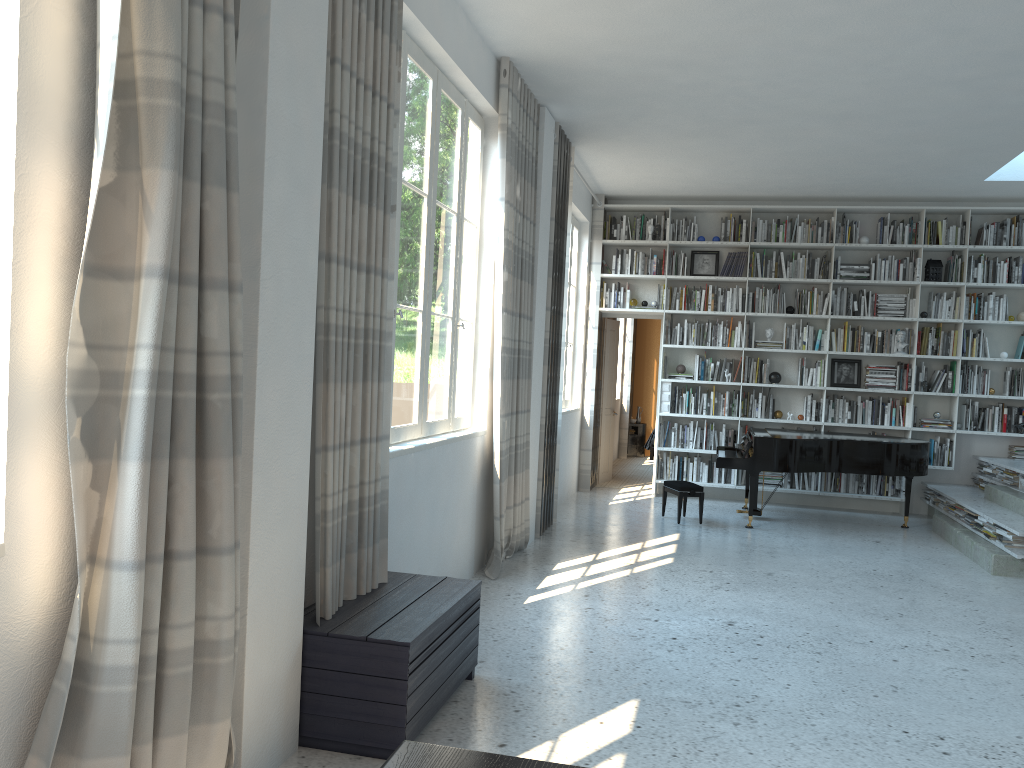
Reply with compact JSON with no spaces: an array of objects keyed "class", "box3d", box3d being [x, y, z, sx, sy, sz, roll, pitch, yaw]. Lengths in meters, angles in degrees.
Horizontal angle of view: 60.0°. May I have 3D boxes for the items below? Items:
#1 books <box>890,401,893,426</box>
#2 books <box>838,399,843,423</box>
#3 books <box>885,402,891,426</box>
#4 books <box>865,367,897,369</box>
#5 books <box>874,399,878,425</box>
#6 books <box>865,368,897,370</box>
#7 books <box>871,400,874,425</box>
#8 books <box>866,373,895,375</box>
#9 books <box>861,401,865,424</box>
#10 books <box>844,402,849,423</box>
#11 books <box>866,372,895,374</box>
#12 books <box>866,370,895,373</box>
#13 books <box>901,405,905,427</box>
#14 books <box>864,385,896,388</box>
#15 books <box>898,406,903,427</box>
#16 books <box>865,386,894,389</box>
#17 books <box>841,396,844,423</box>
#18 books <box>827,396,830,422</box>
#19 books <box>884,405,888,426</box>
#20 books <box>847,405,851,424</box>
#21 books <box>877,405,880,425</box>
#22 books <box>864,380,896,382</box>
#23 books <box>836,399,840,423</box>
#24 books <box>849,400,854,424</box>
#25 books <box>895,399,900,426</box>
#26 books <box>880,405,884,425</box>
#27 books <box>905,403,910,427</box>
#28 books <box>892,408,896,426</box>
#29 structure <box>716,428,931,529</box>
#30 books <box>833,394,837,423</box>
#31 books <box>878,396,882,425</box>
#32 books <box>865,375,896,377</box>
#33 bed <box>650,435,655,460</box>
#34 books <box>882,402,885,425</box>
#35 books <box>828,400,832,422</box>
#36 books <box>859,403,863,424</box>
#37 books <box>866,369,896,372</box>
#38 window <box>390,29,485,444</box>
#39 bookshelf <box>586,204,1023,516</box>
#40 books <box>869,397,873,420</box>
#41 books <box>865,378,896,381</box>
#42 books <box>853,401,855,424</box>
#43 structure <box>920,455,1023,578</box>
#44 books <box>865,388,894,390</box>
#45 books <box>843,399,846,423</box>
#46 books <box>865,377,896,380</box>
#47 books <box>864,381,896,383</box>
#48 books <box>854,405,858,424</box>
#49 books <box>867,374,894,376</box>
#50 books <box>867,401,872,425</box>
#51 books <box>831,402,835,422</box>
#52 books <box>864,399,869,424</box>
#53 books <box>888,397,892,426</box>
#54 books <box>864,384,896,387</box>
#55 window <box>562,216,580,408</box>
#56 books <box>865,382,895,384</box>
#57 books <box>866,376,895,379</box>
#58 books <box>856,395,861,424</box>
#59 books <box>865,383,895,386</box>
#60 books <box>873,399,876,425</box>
[{"class":"books","box3d":[3.916,0.301,9.180,0.014,0.256,0.145,3,2,13]},{"class":"books","box3d":[3.428,0.281,9.277,0.027,0.246,0.179,3,2,13]},{"class":"books","box3d":[3.880,0.311,9.169,0.023,0.234,0.174,3,2,13]},{"class":"books","box3d":[3.817,-0.165,9.179,0.285,0.012,0.159,3,1,8]},{"class":"books","box3d":[3.763,0.290,9.195,0.028,0.264,0.161,3,2,13]},{"class":"books","box3d":[3.818,-0.153,9.187,0.285,0.012,0.159,3,1,15]},{"class":"books","box3d":[3.738,0.294,9.219,0.011,0.252,0.158,3,2,13]},{"class":"books","box3d":[3.815,-0.105,9.186,0.254,0.012,0.161,3,1,10]},{"class":"books","box3d":[3.653,0.297,9.233,0.031,0.237,0.159,3,2,13]},{"class":"books","box3d":[3.483,0.298,9.257,0.023,0.217,0.174,3,2,13]},{"class":"books","box3d":[3.815,-0.117,9.183,0.254,0.012,0.161,3,1,9]},{"class":"books","box3d":[3.816,-0.129,9.185,0.254,0.012,0.161,3,1,10]},{"class":"books","box3d":[4.022,0.327,9.133,0.011,0.216,0.166,3,2,13]},{"class":"books","box3d":[3.807,0.027,9.186,0.285,0.012,0.159,3,1,8]},{"class":"books","box3d":[3.996,0.328,9.138,0.042,0.212,0.169,3,2,13]},{"class":"books","box3d":[3.808,0.039,9.193,0.254,0.012,0.161,3,1,15]},{"class":"books","box3d":[3.447,0.264,9.269,0.013,0.282,0.166,3,2,13]},{"class":"books","box3d":[3.312,0.260,9.308,0.011,0.275,0.145,3,2,13]},{"class":"books","box3d":[3.856,0.325,9.175,0.023,0.204,0.167,3,2,13]},{"class":"books","box3d":[3.506,0.316,9.248,0.029,0.184,0.174,3,2,13]},{"class":"books","box3d":[3.789,0.321,9.204,0.021,0.203,0.128,3,2,13]},{"class":"books","box3d":[3.812,-0.033,9.193,0.285,0.012,0.159,3,1,14]},{"class":"books","box3d":[3.407,0.278,9.300,0.024,0.248,0.132,3,2,13]},{"class":"books","box3d":[3.537,0.291,9.247,0.029,0.238,0.165,3,2,13]},{"class":"books","box3d":[3.966,0.296,9.156,0.026,0.272,0.175,3,2,13]},{"class":"books","box3d":[3.820,0.321,9.184,0.024,0.207,0.183,3,2,13]},{"class":"books","box3d":[4.053,0.314,9.120,0.033,0.246,0.176,3,2,13]},{"class":"books","box3d":[3.927,0.339,9.153,0.023,0.183,0.169,3,2,13]},{"class":"structure","box3d":[2.881,0.893,8.279,1.918,0.833,1.334,3,1,13]},{"class":"books","box3d":[3.384,0.256,9.310,0.027,0.291,0.140,3,2,13]},{"class":"books","box3d":[3.805,0.276,9.189,0.012,0.297,0.177,3,2,13]},{"class":"books","box3d":[3.813,-0.080,9.182,0.285,0.012,0.159,3,1,18]},{"class":"bed","box3d":[2.967,0.629,12.844,1.770,1.180,2.173,3,1,13]},{"class":"books","box3d":[3.842,0.308,9.190,0.014,0.235,0.154,3,2,13]},{"class":"books","box3d":[3.327,0.281,9.295,0.027,0.234,0.167,3,2,13]},{"class":"books","box3d":[3.628,0.304,9.246,0.025,0.220,0.140,3,2,13]},{"class":"books","box3d":[3.816,-0.141,9.183,0.254,0.012,0.161,3,1,9]},{"class":"window","box3d":[-13.253,-8.932,17.165,32.797,18.547,18.527,3,2,17]},{"class":"bookshelf","box3d":[3.882,-0.214,9.106,6.296,3.144,0.330,3,2,13]},{"class":"books","box3d":[3.728,0.276,9.227,0.014,0.286,0.134,3,2,13]},{"class":"books","box3d":[3.812,-0.044,9.190,0.285,0.012,0.159,3,1,15]},{"class":"books","box3d":[3.560,0.296,9.252,0.013,0.230,0.138,3,2,13]},{"class":"structure","box3d":[5.196,1.117,7.432,2.899,0.659,3.112,3,1,13]},{"class":"books","box3d":[3.807,0.051,9.189,0.254,0.012,0.161,3,1,9]},{"class":"books","box3d":[3.467,0.283,9.283,0.021,0.244,0.141,3,2,13]},{"class":"books","box3d":[3.811,-0.056,9.183,0.285,0.012,0.159,3,1,18]},{"class":"books","box3d":[3.812,-0.021,9.196,0.285,0.012,0.159,3,1,13]},{"class":"books","box3d":[3.574,0.314,9.237,0.023,0.196,0.165,3,2,13]},{"class":"books","box3d":[3.815,-0.092,9.186,0.254,0.012,0.161,3,1,16]},{"class":"books","box3d":[3.702,0.296,9.209,0.026,0.245,0.191,3,2,13]},{"class":"books","box3d":[3.354,0.296,9.301,0.024,0.208,0.170,3,2,13]},{"class":"books","box3d":[3.684,0.290,9.241,0.025,0.254,0.136,3,2,13]},{"class":"books","box3d":[3.902,0.282,9.175,0.014,0.294,0.137,3,2,13]},{"class":"books","box3d":[3.810,0.015,9.195,0.285,0.012,0.159,3,1,12]},{"class":"window","box3d":[0.466,-0.731,8.606,0.073,2.010,1.982,3,2,13]},{"class":"books","box3d":[3.809,-0.009,9.185,0.254,0.012,0.161,3,1,8]},{"class":"books","box3d":[3.812,-0.068,9.183,0.254,0.012,0.161,3,1,8]},{"class":"books","box3d":[3.603,0.267,9.242,0.026,0.292,0.152,3,2,13]},{"class":"books","box3d":[3.808,0.003,9.185,0.285,0.012,0.159,3,1,18]},{"class":"books","box3d":[3.746,0.290,9.206,0.010,0.261,0.181,3,2,13]}]
